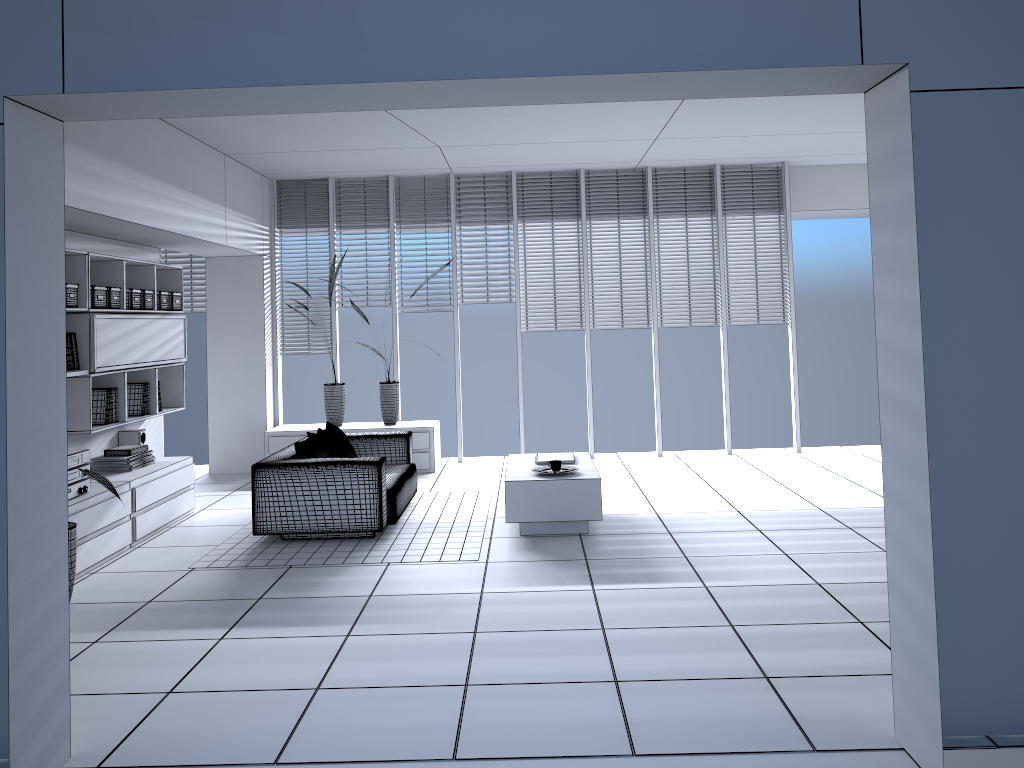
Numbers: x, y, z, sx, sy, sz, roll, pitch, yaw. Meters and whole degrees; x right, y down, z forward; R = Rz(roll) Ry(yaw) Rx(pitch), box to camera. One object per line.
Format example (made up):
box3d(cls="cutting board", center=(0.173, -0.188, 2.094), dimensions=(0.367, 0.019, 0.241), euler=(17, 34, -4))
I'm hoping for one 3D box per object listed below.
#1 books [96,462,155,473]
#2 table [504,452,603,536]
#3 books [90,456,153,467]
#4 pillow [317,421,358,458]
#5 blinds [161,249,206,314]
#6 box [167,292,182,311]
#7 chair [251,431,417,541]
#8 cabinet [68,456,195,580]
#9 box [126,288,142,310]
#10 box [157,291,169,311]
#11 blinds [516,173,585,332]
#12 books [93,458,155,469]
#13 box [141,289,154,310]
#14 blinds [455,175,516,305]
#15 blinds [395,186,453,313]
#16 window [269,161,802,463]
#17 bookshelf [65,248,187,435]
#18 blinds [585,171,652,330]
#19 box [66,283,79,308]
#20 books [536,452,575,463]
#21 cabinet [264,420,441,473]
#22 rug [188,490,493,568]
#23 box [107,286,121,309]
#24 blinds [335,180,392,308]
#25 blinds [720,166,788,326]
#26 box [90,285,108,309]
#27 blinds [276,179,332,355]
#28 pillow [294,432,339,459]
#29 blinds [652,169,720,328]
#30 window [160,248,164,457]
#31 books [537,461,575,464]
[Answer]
box3d(cls="books", center=(-2.916, 0.627, 6.641), dimensions=(0.285, 0.008, 0.416), euler=(-2, 4, 2))
box3d(cls="table", center=(0.290, 0.795, 6.512), dimensions=(0.650, 0.389, 1.202), euler=(-2, 3, 1))
box3d(cls="books", center=(-2.918, 0.579, 6.610), dimensions=(0.285, 0.008, 0.416), euler=(-2, 4, 2))
box3d(cls="pillow", center=(-1.384, 0.511, 7.065), dimensions=(0.300, 0.399, 0.566), euler=(-2, 2, -1))
box3d(cls="blinds", center=(-3.485, -1.452, 9.528), dimensions=(0.637, 1.380, 0.039), euler=(-2, -2, 1))
box3d(cls="box", center=(-3.024, -0.710, 7.614), dimensions=(0.280, 0.162, 0.217), euler=(-2, 2, 1))
box3d(cls="chair", center=(-1.268, 0.739, 6.758), dimensions=(0.960, 0.552, 1.651), euler=(-2, 3, 1))
box3d(cls="cabinet", center=(-2.865, 0.900, 6.013), dimensions=(0.574, 0.449, 2.273), euler=(-2, 4, 1))
box3d(cls="box", center=(-3.038, -0.653, 6.820), dimensions=(0.280, 0.162, 0.179), euler=(-2, 1, 1))
box3d(cls="box", center=(-3.029, -0.691, 7.345), dimensions=(0.280, 0.162, 0.179), euler=(-2, 1, 1))
box3d(cls="blinds", center=(0.425, -1.407, 9.426), dimensions=(0.714, 1.695, 0.047), euler=(-2, -2, 1))
box3d(cls="books", center=(-2.914, 0.598, 6.642), dimensions=(0.285, 0.008, 0.416), euler=(-2, 4, 2))
box3d(cls="box", center=(-3.034, -0.669, 7.043), dimensions=(0.280, 0.162, 0.179), euler=(-2, 1, 1))
box3d(cls="blinds", center=(-0.295, -1.547, 9.445), dimensions=(0.637, 1.380, 0.039), euler=(-2, -2, 1))
box3d(cls="blinds", center=(-0.937, -1.445, 9.450), dimensions=(0.637, 1.360, 0.057), euler=(-2, -2, 1))
box3d(cls="window", center=(0.215, -0.735, 9.319), dimensions=(5.501, 3.136, 0.100), euler=(-2, -2, 1))
box3d(cls="bookshelf", center=(-3.042, -0.301, 6.343), dimensions=(0.327, 1.252, 2.821), euler=(-2, 3, 1))
box3d(cls="blinds", center=(1.133, -1.429, 9.415), dimensions=(0.714, 1.695, 0.047), euler=(-2, -2, 1))
box3d(cls="box", center=(-3.055, -0.584, 5.855), dimensions=(0.280, 0.162, 0.179), euler=(-2, 1, 1))
box3d(cls="books", center=(0.332, 0.561, 6.753), dimensions=(0.285, 0.008, 0.416), euler=(-2, 4, 2))
box3d(cls="cabinet", center=(-1.593, 0.651, 8.946), dimensions=(1.675, 0.451, 0.597), euler=(-2, 2, 1))
box3d(cls="rug", center=(-1.083, 1.028, 6.537), dimensions=(1.798, 0.001, 2.235), euler=(-2, 4, 1))
box3d(cls="box", center=(-3.044, -0.628, 6.471), dimensions=(0.281, 0.162, 0.174), euler=(-2, 1, 1))
box3d(cls="blinds", center=(-1.583, -1.506, 9.465), dimensions=(0.637, 1.369, 0.051), euler=(-2, -2, 1))
box3d(cls="blinds", center=(2.571, -1.473, 9.391), dimensions=(0.714, 1.695, 0.047), euler=(-2, -2, 1))
box3d(cls="box", center=(-3.048, -0.612, 6.244), dimensions=(0.281, 0.162, 0.212), euler=(-2, 2, 1))
box3d(cls="blinds", center=(-2.218, -1.259, 9.465), dimensions=(0.637, 1.887, 0.057), euler=(-2, -2, 1))
box3d(cls="pillow", center=(-1.394, 0.575, 6.484), dimensions=(0.340, 0.389, 0.567), euler=(-2, 2, -2))
box3d(cls="blinds", center=(1.853, -1.451, 9.403), dimensions=(0.714, 1.695, 0.047), euler=(-2, -2, 1))
box3d(cls="window", center=(-4.104, -0.605, 9.420), dimensions=(0.688, 3.136, 0.100), euler=(-2, -2, 1))
box3d(cls="books", center=(0.333, 0.576, 6.763), dimensions=(0.285, 0.008, 0.416), euler=(-2, 4, 2))
